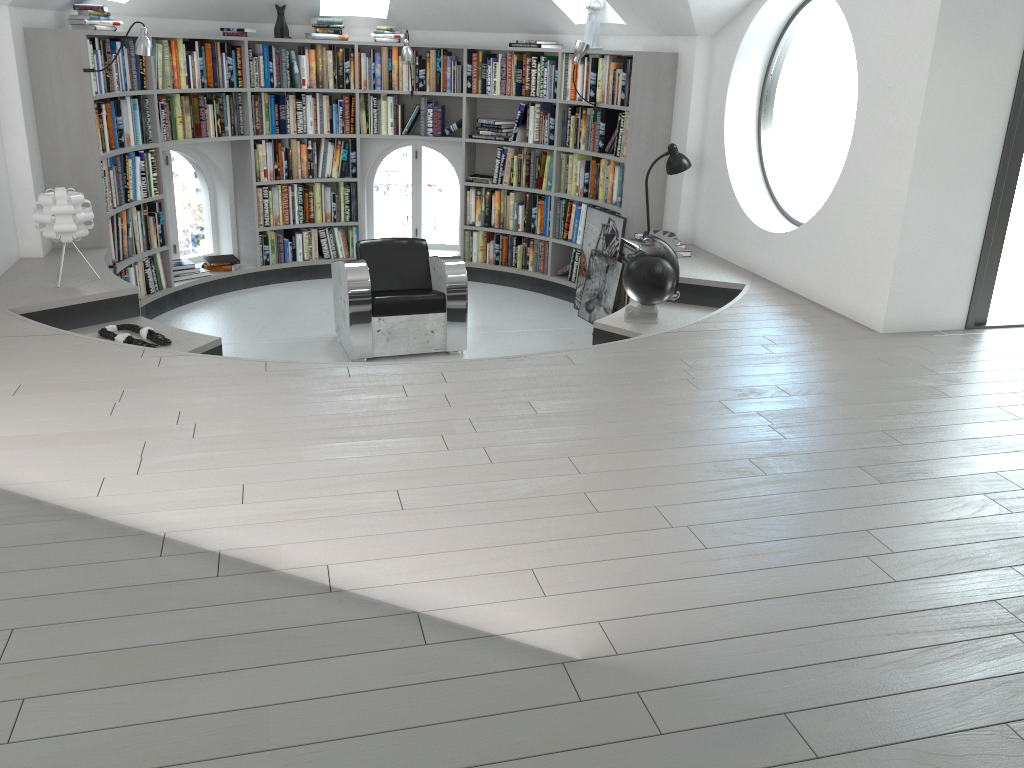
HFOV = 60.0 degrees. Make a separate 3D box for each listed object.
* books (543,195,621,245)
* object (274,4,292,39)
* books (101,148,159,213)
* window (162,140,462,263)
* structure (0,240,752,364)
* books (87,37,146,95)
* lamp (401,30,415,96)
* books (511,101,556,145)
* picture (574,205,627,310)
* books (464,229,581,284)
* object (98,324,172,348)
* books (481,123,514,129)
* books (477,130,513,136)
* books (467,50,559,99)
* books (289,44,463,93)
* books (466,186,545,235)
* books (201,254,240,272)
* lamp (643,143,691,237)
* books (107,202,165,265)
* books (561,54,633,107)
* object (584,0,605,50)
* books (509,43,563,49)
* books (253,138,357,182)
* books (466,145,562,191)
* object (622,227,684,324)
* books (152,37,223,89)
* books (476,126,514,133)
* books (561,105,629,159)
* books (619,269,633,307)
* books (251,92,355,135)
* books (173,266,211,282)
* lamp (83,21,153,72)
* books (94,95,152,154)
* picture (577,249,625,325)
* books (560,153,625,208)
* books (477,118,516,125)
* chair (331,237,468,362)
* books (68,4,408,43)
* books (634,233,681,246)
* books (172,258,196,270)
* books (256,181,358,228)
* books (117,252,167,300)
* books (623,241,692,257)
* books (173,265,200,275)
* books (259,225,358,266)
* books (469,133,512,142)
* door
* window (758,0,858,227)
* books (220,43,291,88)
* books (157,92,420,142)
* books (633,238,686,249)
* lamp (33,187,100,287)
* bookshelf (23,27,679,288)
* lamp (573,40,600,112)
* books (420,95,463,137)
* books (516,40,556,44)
[{"bbox_3d":[0.694,-1.321,7.346,0.304,0.355,1.192,-11,24,-32],"label":"books"},{"bbox_3d":[-1.901,-3.001,7.346,0.147,0.262,0.203,-4,21,-18],"label":"object"},{"bbox_3d":[-2.801,-1.439,6.231,0.260,0.356,1.029,3,20,1],"label":"books"},{"bbox_3d":[-1.905,-1.657,7.971,3.237,1.140,0.622,-9,23,-28],"label":"window"},{"bbox_3d":[-0.851,-0.578,6.180,4.722,0.687,4.741,13,23,27],"label":"structure"},{"bbox_3d":[-2.803,-2.158,5.989,0.300,0.358,1.042,2,20,1],"label":"books"},{"bbox_3d":[-0.886,-2.699,7.508,0.113,0.561,0.361,-1,20,-8],"label":"lamp"},{"bbox_3d":[0.274,-2.238,7.588,0.555,0.347,0.257,14,23,29],"label":"books"},{"bbox_3d":[0.695,-0.949,7.081,0.090,0.855,0.583,-7,22,-24],"label":"picture"},{"bbox_3d":[0.198,-1.161,7.895,1.503,0.308,0.361,17,25,34],"label":"books"},{"bbox_3d":[-1.986,-0.247,4.656,0.475,0.081,0.219,17,25,35],"label":"object"},{"bbox_3d":[-0.122,-2.287,7.838,0.227,0.036,0.215,16,25,32],"label":"books"},{"bbox_3d":[-0.125,-2.229,7.858,0.286,0.031,0.271,9,22,18],"label":"books"},{"bbox_3d":[0.049,-2.649,7.564,0.971,0.364,0.308,13,22,26],"label":"books"},{"bbox_3d":[-1.166,-2.747,7.708,1.566,0.363,0.397,-1,20,-9],"label":"books"},{"bbox_3d":[-0.009,-1.575,7.946,0.874,0.347,0.274,12,22,24],"label":"books"},{"bbox_3d":[-2.482,-1.030,7.574,0.318,0.099,0.294,-3,21,-13],"label":"books"},{"bbox_3d":[1.091,-1.361,6.257,0.322,0.654,0.235,2,19,0],"label":"lamp"},{"bbox_3d":[-2.816,-0.829,6.164,0.390,0.689,1.656,0,20,-5],"label":"books"},{"bbox_3d":[0.769,-2.381,6.933,0.293,0.359,1.021,-10,24,-31],"label":"books"},{"bbox_3d":[0.638,-2.874,6.967,0.179,0.468,0.181,0,20,-6],"label":"object"},{"bbox_3d":[0.204,-2.851,7.478,0.337,0.036,0.318,17,25,34],"label":"books"},{"bbox_3d":[-1.835,-1.983,7.774,1.000,0.348,0.299,-10,23,-30],"label":"books"},{"bbox_3d":[0.075,-1.912,7.775,0.976,0.349,0.253,12,22,25],"label":"books"},{"bbox_3d":[0.820,-0.650,5.261,0.321,0.557,0.322,-15,26,-40],"label":"object"},{"bbox_3d":[-2.585,-2.463,6.812,0.269,0.369,0.798,12,23,26],"label":"books"},{"bbox_3d":[-0.123,-2.258,7.848,0.287,0.031,0.271,16,25,32],"label":"books"},{"bbox_3d":[0.760,-2.018,7.049,0.280,0.355,1.060,-9,23,-28],"label":"books"},{"bbox_3d":[0.991,-0.583,6.444,0.272,0.295,1.158,2,21,-1],"label":"books"},{"bbox_3d":[-1.842,-2.351,7.685,1.030,0.356,0.303,-9,23,-28],"label":"books"},{"bbox_3d":[-2.763,-0.925,7.340,0.390,0.042,0.367,19,26,38],"label":"books"},{"bbox_3d":[-2.488,-2.126,5.588,0.414,0.309,0.117,-5,21,-18],"label":"lamp"},{"bbox_3d":[-2.829,-1.802,6.133,0.303,0.344,1.098,2,20,0],"label":"books"},{"bbox_3d":[0.692,-0.734,6.959,0.107,0.550,0.493,-7,22,-24],"label":"picture"},{"bbox_3d":[0.755,-1.658,7.173,0.276,0.344,1.028,-9,23,-28],"label":"books"},{"bbox_3d":[-0.121,-2.317,7.828,0.270,0.031,0.287,-12,25,-33],"label":"books"},{"bbox_3d":[-0.811,-0.625,6.292,0.824,0.713,0.747,-5,21,-19],"label":"chair"},{"bbox_3d":[-2.083,-2.818,6.964,2.826,0.172,0.751,-17,28,-42],"label":"books"},{"bbox_3d":[1.043,-1.040,6.366,0.269,0.031,0.288,0,21,-5],"label":"books"},{"bbox_3d":[-2.760,-0.986,7.319,0.214,0.036,0.228,-14,26,-36],"label":"books"},{"bbox_3d":[-1.837,-1.624,7.909,1.034,0.354,0.295,-10,23,-29],"label":"books"},{"bbox_3d":[-2.860,-0.766,6.533,0.283,0.317,0.927,3,20,3],"label":"books"},{"bbox_3d":[1.040,-0.975,6.388,0.365,0.042,0.391,-3,21,-14],"label":"books"},{"bbox_3d":[-2.761,-0.957,7.329,0.270,0.031,0.287,-14,26,-36],"label":"books"},{"bbox_3d":[-1.863,-1.280,8.016,1.021,0.303,0.290,-10,23,-29],"label":"books"},{"bbox_3d":[-0.126,-2.198,7.869,0.389,0.042,0.368,11,22,23],"label":"books"},{"bbox_3d":[2.463,-1.608,4.931,0.080,2.325,1.061,-3,20,-15],"label":"door"},{"bbox_3d":[1.961,-1.696,5.520,0.104,1.457,1.484,-3,21,-15],"label":"window"},{"bbox_3d":[-2.166,-2.630,7.328,0.684,0.343,0.266,-14,25,-36],"label":"books"},{"bbox_3d":[-1.924,-2.255,7.438,2.535,0.367,0.595,-12,24,-32],"label":"books"},{"bbox_3d":[1.041,-1.009,6.376,0.286,0.034,0.307,-7,23,-24],"label":"books"},{"bbox_3d":[-2.504,-0.833,4.981,0.306,0.520,0.308,-8,22,-25],"label":"lamp"},{"bbox_3d":[-1.175,-1.781,7.185,4.334,1.863,2.128,-3,21,-15],"label":"bookshelf"},{"bbox_3d":[0.592,-2.356,6.802,0.275,0.520,0.113,-7,21,-23],"label":"lamp"},{"bbox_3d":[-0.601,-2.377,7.881,0.399,0.337,0.226,4,20,4],"label":"books"},{"bbox_3d":[0.205,-2.877,7.469,0.234,0.026,0.249,-16,27,-40],"label":"books"}]
